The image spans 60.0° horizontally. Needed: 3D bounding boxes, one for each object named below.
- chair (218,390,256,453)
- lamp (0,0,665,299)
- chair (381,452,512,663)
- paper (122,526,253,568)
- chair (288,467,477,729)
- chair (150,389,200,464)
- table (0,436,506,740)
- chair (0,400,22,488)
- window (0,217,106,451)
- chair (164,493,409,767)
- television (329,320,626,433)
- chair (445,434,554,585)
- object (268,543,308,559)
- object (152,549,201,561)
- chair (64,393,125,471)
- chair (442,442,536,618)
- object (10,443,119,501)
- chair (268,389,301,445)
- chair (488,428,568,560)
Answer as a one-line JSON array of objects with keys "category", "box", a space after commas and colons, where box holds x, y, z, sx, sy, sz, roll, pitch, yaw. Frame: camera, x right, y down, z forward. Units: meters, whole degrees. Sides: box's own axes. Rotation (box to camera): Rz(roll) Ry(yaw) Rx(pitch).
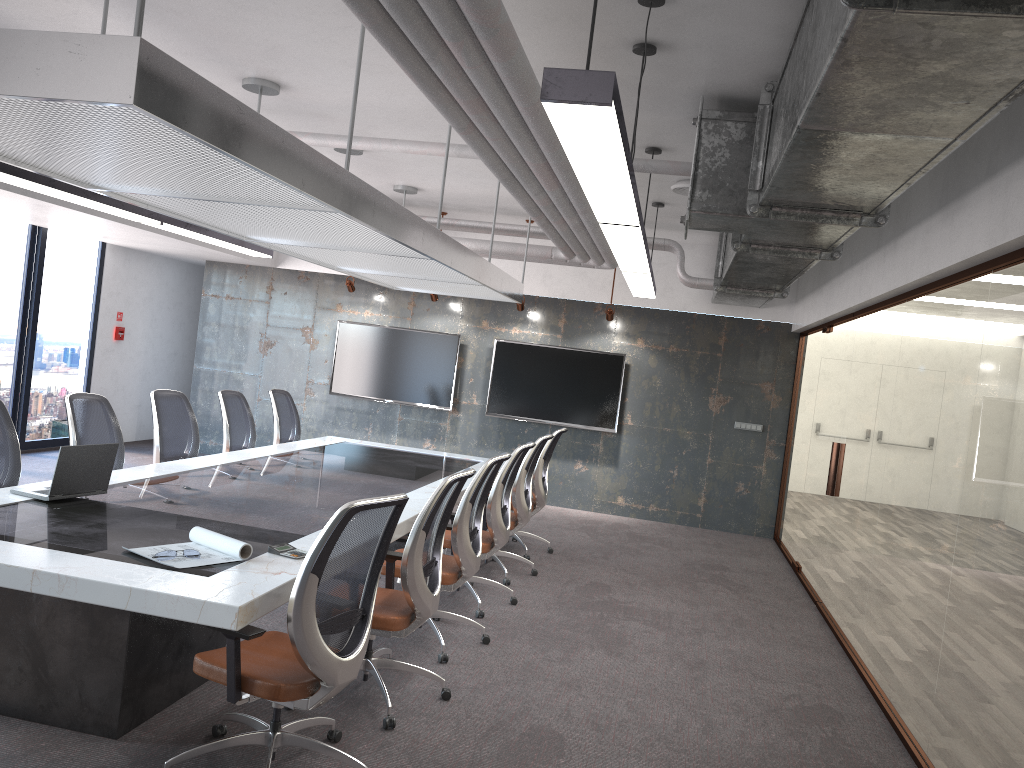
[{"category": "chair", "box": [-2.147, 0.674, 7.555, 0.828, 1.166, 0.789, 6, 2, -26]}, {"category": "lamp", "box": [-1.118, -1.495, 5.785, 4.126, 0.908, 6.097, 7, 1, 10]}, {"category": "chair", "box": [-0.472, 0.937, 5.231, 0.828, 1.166, 0.789, 6, 2, -26]}, {"category": "paper", "box": [-1.336, 0.670, 3.661, 0.348, 0.069, 0.379, 8, 2, 36]}, {"category": "chair", "box": [-0.641, 0.940, 4.299, 0.828, 1.166, 0.789, 6, 2, -26]}, {"category": "chair", "box": [-2.386, 0.666, 6.738, 0.828, 1.166, 0.789, 6, 2, -20]}, {"category": "table", "box": [-1.416, 1.010, 5.936, 1.898, 0.745, 5.498, 7, 1, 10]}, {"category": "chair", "box": [-2.723, 0.675, 4.768, 0.828, 1.166, 0.789, 7, 2, -15]}, {"category": "window", "box": [-6.069, -0.554, 6.544, 0.121, 2.670, 9.225, 7, 1, 10]}, {"category": "chair", "box": [-0.860, 0.937, 3.378, 0.828, 1.166, 0.789, 7, 1, -10]}, {"category": "television", "box": [-0.472, -0.112, 10.974, 3.667, 0.960, 0.101, 7, 1, 10]}, {"category": "chair", "box": [-0.132, 0.931, 7.096, 0.828, 1.166, 0.789, 6, 2, -26]}, {"category": "object", "box": [-0.965, 0.729, 3.874, 0.161, 0.026, 0.126, 8, 2, 24]}, {"category": "object", "box": [-1.340, 0.687, 3.573, 0.200, 0.036, 0.049, 6, 2, -43]}, {"category": "chair", "box": [-2.487, 0.680, 5.690, 0.828, 1.166, 0.789, 6, 2, -26]}, {"category": "chair", "box": [-0.302, 0.934, 6.164, 0.828, 1.166, 0.789, 6, 2, -26]}, {"category": "object", "box": [-2.276, 0.425, 4.522, 0.308, 0.277, 0.366, 7, 2, 20]}, {"category": "chair", "box": [-1.977, 0.671, 8.487, 0.828, 1.166, 0.789, 6, 2, -26]}, {"category": "chair", "box": [0.038, 0.928, 8.028, 0.828, 1.166, 0.789, 6, 2, -26]}]
